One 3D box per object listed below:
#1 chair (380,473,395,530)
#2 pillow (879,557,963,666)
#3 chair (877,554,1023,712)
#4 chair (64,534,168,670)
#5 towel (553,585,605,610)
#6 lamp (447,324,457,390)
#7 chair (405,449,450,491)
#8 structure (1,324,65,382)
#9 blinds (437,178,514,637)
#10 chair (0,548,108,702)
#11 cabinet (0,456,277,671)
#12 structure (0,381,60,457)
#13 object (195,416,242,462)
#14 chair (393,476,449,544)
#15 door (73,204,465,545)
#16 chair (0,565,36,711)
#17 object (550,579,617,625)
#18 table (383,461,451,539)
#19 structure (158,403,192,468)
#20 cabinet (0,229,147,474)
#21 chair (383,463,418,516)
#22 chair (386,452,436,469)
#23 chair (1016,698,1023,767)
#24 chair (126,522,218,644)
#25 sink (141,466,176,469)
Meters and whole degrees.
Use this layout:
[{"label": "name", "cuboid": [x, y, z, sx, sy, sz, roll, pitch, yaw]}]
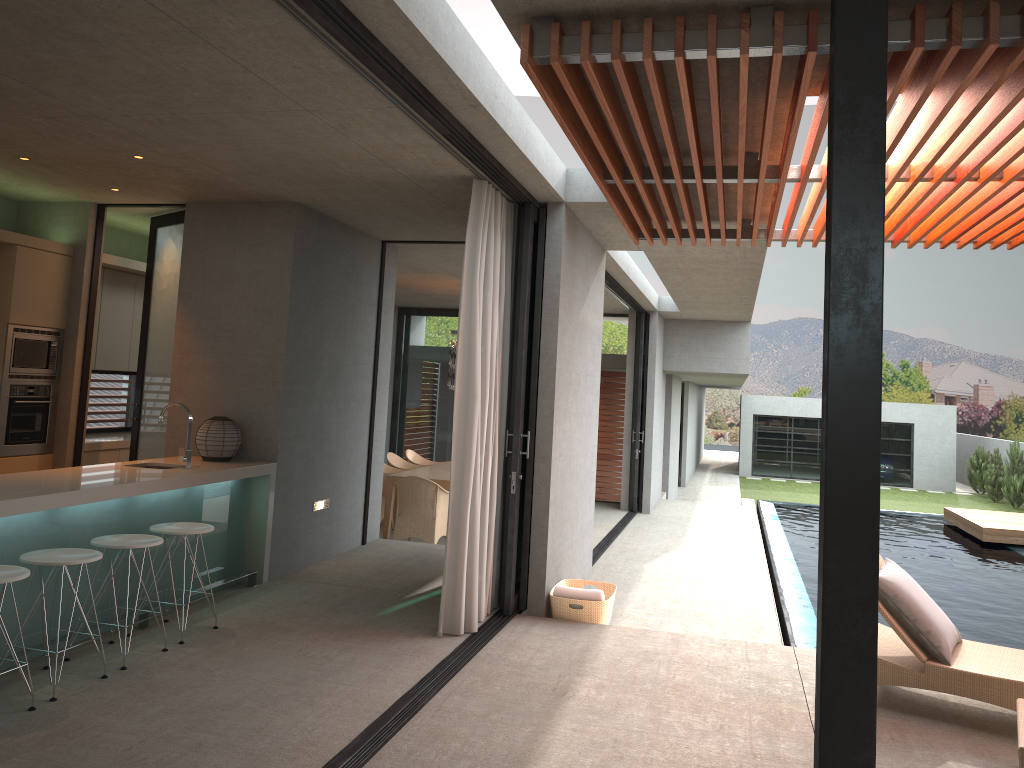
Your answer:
[{"label": "chair", "cuboid": [-1.827, 1.392, 11.017, 0.630, 0.869, 0.613, 2, -4, 14]}, {"label": "pillow", "cuboid": [2.257, 1.258, 4.950, 0.427, 0.430, 0.605, 1, -2, 32]}, {"label": "chair", "cuboid": [2.897, 1.361, 4.530, 2.295, 0.833, 0.696, 3, -3, 33]}, {"label": "chair", "cuboid": [-2.144, 1.174, 4.863, 0.382, 0.628, 0.379, 2, -4, 14]}, {"label": "towel", "cuboid": [0.491, 1.599, 6.325, 0.369, 0.314, 0.307, 2, -3, 15]}, {"label": "lamp", "cuboid": [-0.473, -0.475, 12.156, 0.618, 1.768, 0.615, 2, -5, 14]}, {"label": "chair", "cuboid": [-1.290, 1.430, 13.157, 0.630, 0.869, 0.613, 2, -4, 14]}, {"label": "structure", "cuboid": [-4.056, -0.249, 7.163, 0.460, 0.440, 0.593, 2, -2, 14]}, {"label": "blinds", "cuboid": [-0.212, 0.121, 6.045, 0.229, 2.955, 0.878, 2, -5, 11]}, {"label": "chair", "cuboid": [-2.262, 1.166, 4.382, 0.382, 0.628, 0.379, 2, -4, 14]}, {"label": "cabinet", "cuboid": [-2.726, 1.004, 4.897, 0.801, 0.904, 4.101, 2, -1, 14]}, {"label": "structure", "cuboid": [-4.065, 0.262, 7.114, 0.497, 0.584, 0.593, 2, -3, 14]}, {"label": "object", "cuboid": [-2.247, 0.418, 6.769, 0.340, 0.337, 0.338, 3, -3, 6]}, {"label": "chair", "cuboid": [-0.994, 1.431, 9.817, 0.618, 0.869, 0.626, 2, -3, 14]}, {"label": "door", "cuboid": [-1.211, 0.781, 1.957, 5.765, 4.501, 15.276, 4, -1, -14]}, {"label": "chair", "cuboid": [-2.378, 1.158, 3.920, 0.382, 0.628, 0.379, 2, -4, 14]}, {"label": "object", "cuboid": [0.519, 1.658, 6.466, 0.446, 0.302, 0.676, 3, -1, 14]}, {"label": "table", "cuboid": [-0.488, 1.520, 11.827, 1.280, 0.761, 3.241, 3, -1, 14]}, {"label": "structure", "cuboid": [-2.361, 0.355, 6.154, 0.258, 0.444, 0.096, 2, -5, 14]}, {"label": "cabinet", "cuboid": [-3.831, 0.110, 5.666, 1.966, 2.580, 7.433, 2, -1, 14]}, {"label": "chair", "cuboid": [-1.648, 1.404, 11.730, 0.630, 0.869, 0.613, 2, -4, 14]}, {"label": "chair", "cuboid": [-1.469, 1.417, 12.444, 0.630, 0.869, 0.613, 2, -4, 14]}, {"label": "chair", "cuboid": [3.167, 1.370, 3.230, 2.295, 0.833, 0.696, 3, -3, 29]}, {"label": "chair", "cuboid": [-2.022, 1.183, 5.351, 0.382, 0.628, 0.379, 2, -4, 14]}, {"label": "sink", "cuboid": [-2.480, 0.664, 6.173, 0.374, 0.135, 0.372, 3, -1, 14]}]
